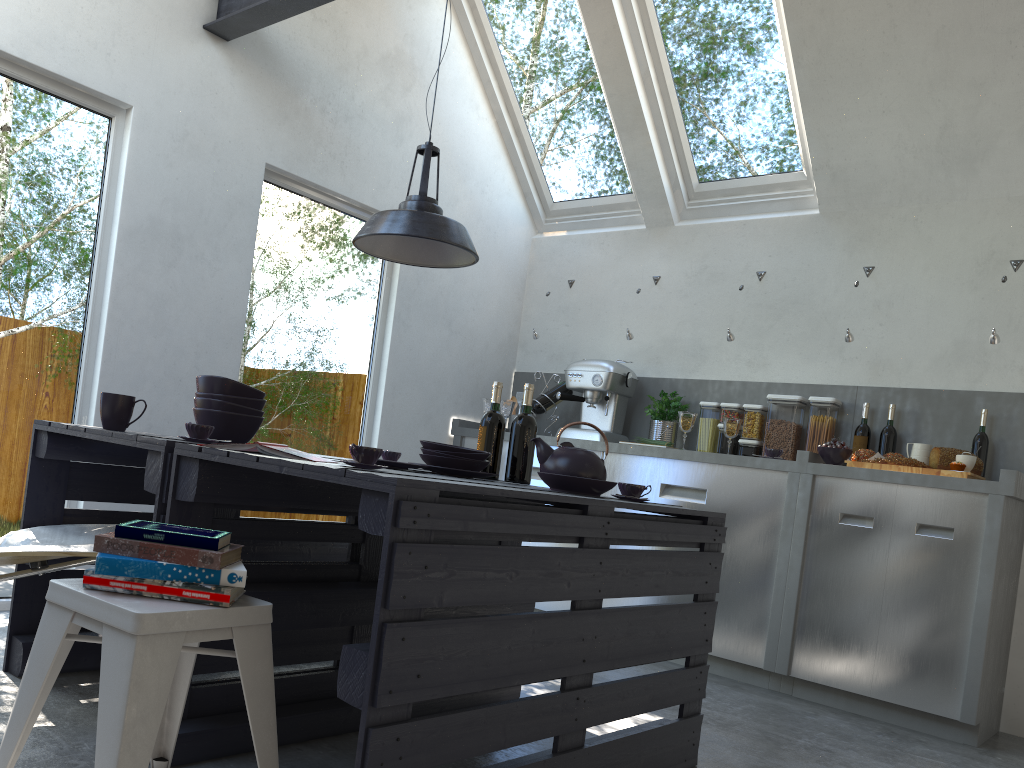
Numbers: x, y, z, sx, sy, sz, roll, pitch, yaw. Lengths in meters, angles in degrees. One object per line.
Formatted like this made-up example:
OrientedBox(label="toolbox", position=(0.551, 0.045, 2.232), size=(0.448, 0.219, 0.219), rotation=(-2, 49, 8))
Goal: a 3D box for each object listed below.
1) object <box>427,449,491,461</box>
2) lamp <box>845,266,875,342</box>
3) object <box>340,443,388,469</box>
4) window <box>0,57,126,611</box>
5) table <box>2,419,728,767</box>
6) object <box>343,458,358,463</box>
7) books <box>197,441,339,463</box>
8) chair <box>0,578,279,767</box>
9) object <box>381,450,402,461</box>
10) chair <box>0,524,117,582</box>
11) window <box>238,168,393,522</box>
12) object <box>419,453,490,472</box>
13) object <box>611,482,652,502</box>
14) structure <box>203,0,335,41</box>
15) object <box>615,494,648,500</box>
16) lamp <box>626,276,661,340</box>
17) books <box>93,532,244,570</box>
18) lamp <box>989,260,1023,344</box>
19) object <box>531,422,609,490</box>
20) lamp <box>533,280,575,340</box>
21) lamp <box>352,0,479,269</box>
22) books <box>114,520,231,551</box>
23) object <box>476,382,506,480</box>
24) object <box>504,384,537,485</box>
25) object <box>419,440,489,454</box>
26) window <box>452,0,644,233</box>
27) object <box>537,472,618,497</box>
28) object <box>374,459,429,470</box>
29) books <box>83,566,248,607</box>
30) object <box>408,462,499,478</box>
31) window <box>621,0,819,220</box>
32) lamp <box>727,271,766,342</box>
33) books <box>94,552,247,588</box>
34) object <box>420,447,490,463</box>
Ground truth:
OrientedBox(label="object", position=(-0.183, 0.235, 2.820), size=(0.242, 0.063, 0.216), rotation=(3, -7, 44))
OrientedBox(label="lamp", position=(1.661, -0.388, 4.174), size=(0.062, 0.435, 0.323), rotation=(8, -2, 29))
OrientedBox(label="object", position=(-0.352, 0.174, 2.091), size=(0.110, 0.056, 0.123), rotation=(12, -6, -42))
OrientedBox(label="window", position=(-2.072, -0.177, 3.351), size=(0.062, 2.127, 0.932), rotation=(8, 0, 40))
OrientedBox(label="table", position=(-0.457, 0.649, 2.731), size=(1.694, 0.795, 1.428), rotation=(4, -6, 40))
OrientedBox(label="object", position=(-0.395, 0.187, 2.106), size=(0.026, 0.013, 0.138), rotation=(10, -6, -25))
OrientedBox(label="books", position=(-0.614, 0.166, 2.233), size=(0.310, 0.030, 0.220), rotation=(7, -6, 9))
OrientedBox(label="chair", position=(-0.736, 0.670, 1.768), size=(0.443, 0.504, 0.415), rotation=(6, -3, 35))
OrientedBox(label="object", position=(-0.466, 0.282, 3.351), size=(0.122, 0.056, 0.111), rotation=(5, -5, 28))
OrientedBox(label="chair", position=(-1.299, 0.499, 2.494), size=(0.748, 0.818, 0.719), rotation=(9, -2, -20))
OrientedBox(label="window", position=(-1.085, 0.079, 4.570), size=(0.062, 2.127, 0.932), rotation=(8, 0, 40))
OrientedBox(label="object", position=(-0.189, 0.262, 2.818), size=(0.226, 0.047, 0.234), rotation=(9, -5, -9))
OrientedBox(label="object", position=(0.359, 0.326, 2.642), size=(0.122, 0.056, 0.110), rotation=(5, -5, 33))
OrientedBox(label="structure", position=(-1.057, -1.643, 3.683), size=(2.668, 0.208, 0.129), rotation=(3, -4, 40))
OrientedBox(label="object", position=(0.359, 0.339, 2.600), size=(0.125, 0.013, 0.029), rotation=(12, -6, -38))
OrientedBox(label="lamp", position=(0.745, -0.437, 4.951), size=(0.062, 0.435, 0.323), rotation=(8, -2, 29))
OrientedBox(label="books", position=(-0.695, 0.336, 1.787), size=(0.256, 0.032, 0.174), rotation=(8, -5, 2))
OrientedBox(label="lamp", position=(2.124, -0.362, 3.775), size=(0.063, 0.437, 0.315), rotation=(8, -1, 40))
OrientedBox(label="object", position=(0.198, 0.233, 2.774), size=(0.224, 0.232, 0.207), rotation=(6, -3, 42))
OrientedBox(label="lamp", position=(0.250, -0.463, 5.365), size=(0.063, 0.437, 0.315), rotation=(8, -1, 40))
OrientedBox(label="lamp", position=(-0.256, -0.983, 2.937), size=(0.455, 1.096, 0.407), rotation=(7, -1, 40))
OrientedBox(label="books", position=(-0.686, 0.308, 1.785), size=(0.204, 0.025, 0.145), rotation=(8, -5, -3))
OrientedBox(label="object", position=(-0.070, 0.164, 3.088), size=(0.089, 0.344, 0.093), rotation=(8, 0, -12))
OrientedBox(label="object", position=(0.039, 0.171, 3.006), size=(0.089, 0.344, 0.094), rotation=(8, 0, -17))
OrientedBox(label="object", position=(-0.188, 0.223, 2.822), size=(0.242, 0.058, 0.217), rotation=(3, -7, 40))
OrientedBox(label="window", position=(0.212, -1.735, 5.009), size=(0.878, 1.395, 1.407), rotation=(7, -3, 40))
OrientedBox(label="object", position=(0.184, 0.291, 2.512), size=(0.226, 0.047, 0.234), rotation=(9, -5, -9))
OrientedBox(label="object", position=(-0.365, 0.241, 2.629), size=(0.248, 0.019, 0.222), rotation=(2, -8, 44))
OrientedBox(label="books", position=(-0.698, 0.403, 1.784), size=(0.284, 0.035, 0.199), rotation=(8, -5, -3))
OrientedBox(label="object", position=(-0.190, 0.283, 2.819), size=(0.287, 0.024, 0.306), rotation=(10, -6, -18))
OrientedBox(label="window", position=(1.005, -1.700, 4.328), size=(0.878, 1.388, 1.401), rotation=(7, -3, 40))
OrientedBox(label="lamp", position=(1.208, -0.412, 4.552), size=(0.063, 0.437, 0.315), rotation=(8, -1, 40))
OrientedBox(label="books", position=(-0.694, 0.369, 1.784), size=(0.276, 0.033, 0.204), rotation=(10, -6, -18))
OrientedBox(label="object", position=(-0.186, 0.247, 2.816), size=(0.241, 0.063, 0.217), rotation=(3, -7, 44))
